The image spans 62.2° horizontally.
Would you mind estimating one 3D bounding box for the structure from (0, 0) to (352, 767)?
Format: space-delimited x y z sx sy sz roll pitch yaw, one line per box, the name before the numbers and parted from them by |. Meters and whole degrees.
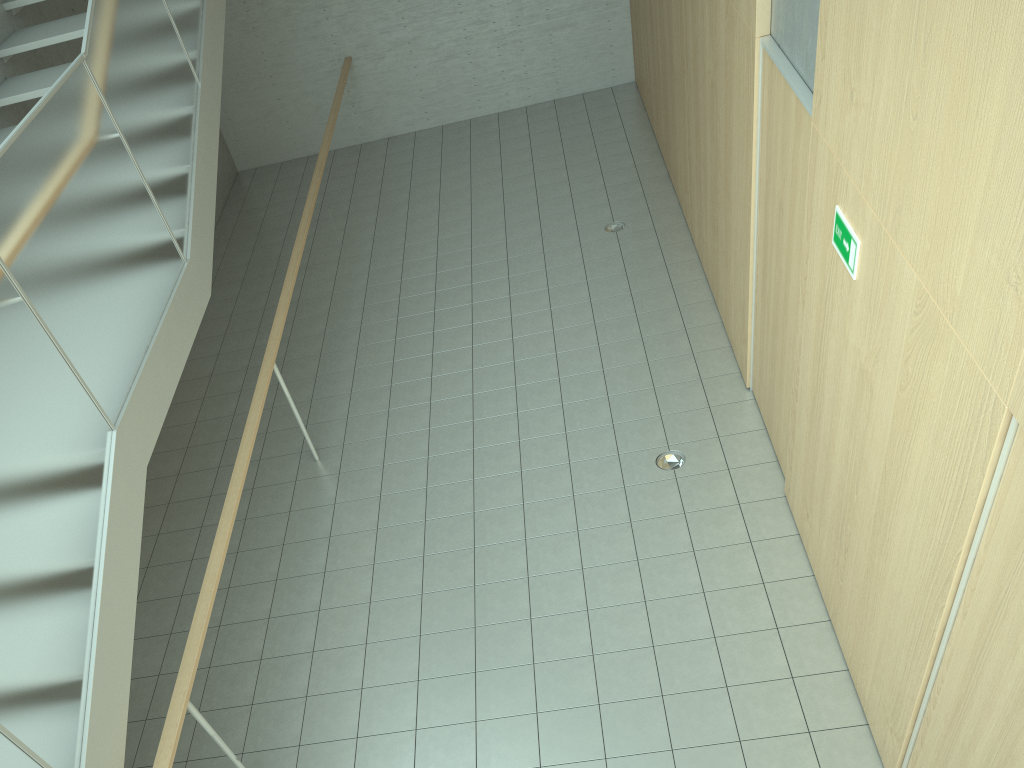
structure | -2.635 -0.618 4.592 1.895 4.935 10.778 -9 42 5
